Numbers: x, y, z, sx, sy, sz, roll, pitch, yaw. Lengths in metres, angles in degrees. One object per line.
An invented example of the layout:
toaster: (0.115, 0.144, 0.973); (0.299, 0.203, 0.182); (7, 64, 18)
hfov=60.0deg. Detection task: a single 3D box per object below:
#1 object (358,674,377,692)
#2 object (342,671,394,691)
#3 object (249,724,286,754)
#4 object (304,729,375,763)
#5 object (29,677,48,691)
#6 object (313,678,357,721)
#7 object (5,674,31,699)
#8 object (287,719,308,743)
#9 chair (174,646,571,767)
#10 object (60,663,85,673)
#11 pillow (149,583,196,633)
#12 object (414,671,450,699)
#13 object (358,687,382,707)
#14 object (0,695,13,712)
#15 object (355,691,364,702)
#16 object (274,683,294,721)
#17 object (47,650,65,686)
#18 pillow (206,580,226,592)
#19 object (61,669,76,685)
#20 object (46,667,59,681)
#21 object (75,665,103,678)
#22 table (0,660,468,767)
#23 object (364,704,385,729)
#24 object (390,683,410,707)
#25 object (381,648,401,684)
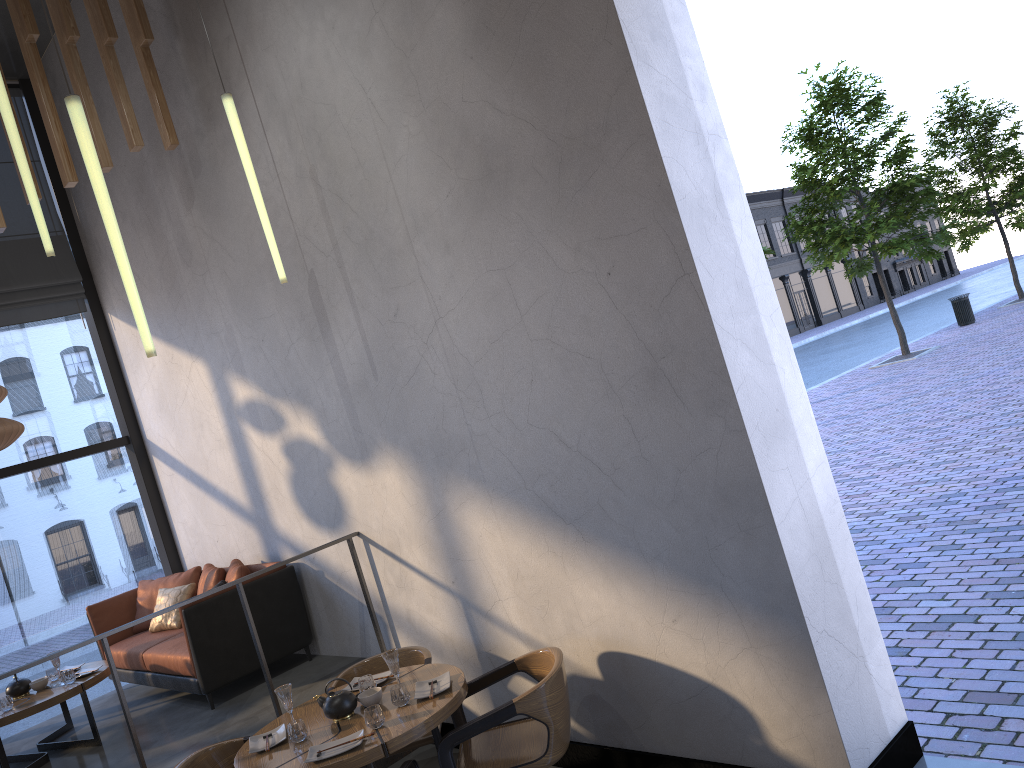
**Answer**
object: (-0.710, 1.481, 4.356); (0.086, 0.086, 0.086); (-17, 0, 42)
object: (-0.714, 1.514, 4.518); (0.294, 0.025, 0.170); (-17, 0, 18)
object: (-1.118, 1.640, 4.064); (0.170, 0.025, 0.294); (-17, 0, -17)
object: (-0.715, 1.516, 3.713); (0.294, 0.025, 0.170); (-17, 0, -4)
object: (-3.194, 2.037, 5.998); (0.116, 0.065, 0.116); (-17, 0, -12)
object: (-0.815, 1.465, 4.138); (0.168, 0.179, 0.163); (-17, 0, -38)
object: (-3.352, 2.026, 6.007); (0.168, 0.179, 0.163); (-17, 0, 14)
object: (-0.963, 1.560, 3.982); (0.086, 0.086, 0.086); (-17, 0, -19)
chair: (-2.705, 2.540, 0.423); (9.749, 0.759, 4.352); (-17, 0, -41)
object: (-3.187, 2.056, 6.366); (0.294, 0.025, 0.170); (-17, 0, 28)
pillow: (-2.740, 1.795, 7.123); (0.393, 0.311, 0.289); (-17, 0, 28)
object: (-0.366, 1.407, 4.094); (0.170, 0.025, 0.294); (-17, 0, -4)
object: (-0.658, 1.477, 4.156); (0.116, 0.065, 0.116); (-17, 0, -17)
object: (-3.222, 2.035, 5.637); (0.086, 0.086, 0.086); (-17, 0, -38)
object: (-0.710, 1.505, 4.250); (0.080, 0.042, 0.080); (-17, 0, 30)
object: (-1.021, 1.503, 4.080); (0.082, 0.227, 0.082); (-17, 0, 20)
object: (-3.040, 1.904, 5.939); (0.082, 0.227, 0.082); (-17, 0, 1)
pillow: (-2.092, 1.590, 6.150); (0.242, 0.345, 0.418); (-17, 0, -2)
object: (-2.947, 1.949, 5.897); (0.086, 0.086, 0.086); (-17, 0, -38)
object: (-3.212, 2.031, 6.204); (0.086, 0.086, 0.086); (-17, 0, -38)
object: (-2.912, 1.971, 6.047); (0.294, 0.025, 0.170); (-17, 0, 28)
table: (-4.219, 2.899, 1.115); (10.659, 0.968, 6.876); (-17, 0, -42)
object: (-0.597, 1.446, 3.846); (0.086, 0.086, 0.086); (-17, 0, 20)
object: (-0.510, 1.419, 4.036); (0.086, 0.086, 0.086); (-17, 0, 24)
object: (-0.536, 1.353, 4.122); (0.082, 0.227, 0.082); (-17, 0, -20)
